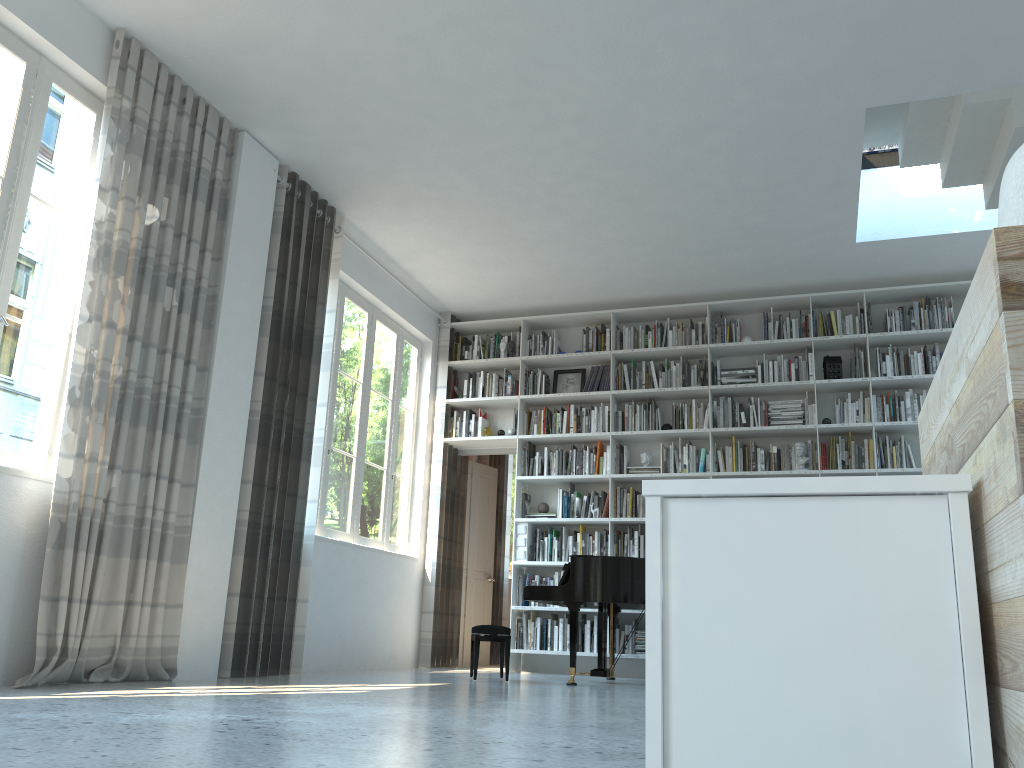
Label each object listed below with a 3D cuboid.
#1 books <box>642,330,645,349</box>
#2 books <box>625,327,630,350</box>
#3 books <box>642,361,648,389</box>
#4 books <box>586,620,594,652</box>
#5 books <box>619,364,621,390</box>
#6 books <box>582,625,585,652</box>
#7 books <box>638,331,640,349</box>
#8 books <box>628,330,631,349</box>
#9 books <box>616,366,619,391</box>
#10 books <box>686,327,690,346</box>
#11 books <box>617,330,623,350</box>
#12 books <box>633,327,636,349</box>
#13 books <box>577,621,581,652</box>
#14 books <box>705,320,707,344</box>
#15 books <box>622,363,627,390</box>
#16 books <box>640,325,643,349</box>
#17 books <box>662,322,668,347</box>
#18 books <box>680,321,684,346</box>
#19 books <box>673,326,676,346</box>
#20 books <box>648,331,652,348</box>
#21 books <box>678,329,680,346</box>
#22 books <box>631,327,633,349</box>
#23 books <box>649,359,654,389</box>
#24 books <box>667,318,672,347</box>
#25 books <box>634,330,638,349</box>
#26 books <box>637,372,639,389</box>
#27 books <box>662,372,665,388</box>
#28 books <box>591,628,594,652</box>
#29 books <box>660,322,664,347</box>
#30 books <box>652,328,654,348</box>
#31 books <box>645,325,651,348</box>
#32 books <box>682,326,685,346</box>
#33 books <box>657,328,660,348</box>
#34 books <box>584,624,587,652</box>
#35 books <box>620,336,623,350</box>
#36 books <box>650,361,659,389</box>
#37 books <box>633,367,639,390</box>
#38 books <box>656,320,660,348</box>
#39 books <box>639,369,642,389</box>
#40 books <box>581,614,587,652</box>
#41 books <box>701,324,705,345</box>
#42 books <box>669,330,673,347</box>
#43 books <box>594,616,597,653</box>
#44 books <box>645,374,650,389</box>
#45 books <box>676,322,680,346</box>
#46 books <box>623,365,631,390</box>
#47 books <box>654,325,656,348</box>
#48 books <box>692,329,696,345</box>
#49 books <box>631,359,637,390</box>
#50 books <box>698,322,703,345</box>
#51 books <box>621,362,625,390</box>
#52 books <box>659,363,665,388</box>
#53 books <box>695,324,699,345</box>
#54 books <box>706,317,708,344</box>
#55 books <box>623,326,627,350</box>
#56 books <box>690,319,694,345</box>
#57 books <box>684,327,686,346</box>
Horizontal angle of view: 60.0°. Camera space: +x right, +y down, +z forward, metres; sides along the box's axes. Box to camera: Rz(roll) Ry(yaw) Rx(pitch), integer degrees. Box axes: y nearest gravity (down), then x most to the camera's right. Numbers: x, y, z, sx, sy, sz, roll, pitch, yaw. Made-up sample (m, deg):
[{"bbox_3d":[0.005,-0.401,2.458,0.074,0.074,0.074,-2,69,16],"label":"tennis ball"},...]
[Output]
[{"bbox_3d":[1.188,-0.356,7.958,0.025,0.234,0.130,-3,-16,19],"label":"books"},{"bbox_3d":[1.048,-0.365,7.984,0.031,0.254,0.146,-3,-16,19],"label":"books"},{"bbox_3d":[1.179,-0.039,7.841,0.023,0.292,0.156,-3,-16,19],"label":"books"},{"bbox_3d":[0.658,2.110,7.411,0.027,0.255,0.179,-3,-16,19],"label":"books"},{"bbox_3d":[0.978,-0.022,7.912,0.013,0.282,0.159,-3,-16,19],"label":"books"},{"bbox_3d":[0.617,2.136,7.434,0.024,0.213,0.137,-3,-16,19],"label":"books"},{"bbox_3d":[1.151,-0.349,7.938,0.015,0.207,0.167,-3,-16,19],"label":"books"},{"bbox_3d":[1.072,-0.351,7.967,0.023,0.219,0.182,-3,-16,19],"label":"books"},{"bbox_3d":[0.956,-0.012,7.901,0.023,0.255,0.175,-3,-16,19],"label":"books"},{"bbox_3d":[1.551,-0.373,7.785,0.026,0.199,0.187,-3,-16,19],"label":"books"},{"bbox_3d":[0.975,-0.354,8.001,0.029,0.237,0.156,-3,-16,19],"label":"books"},{"bbox_3d":[1.111,-0.367,7.957,0.012,0.249,0.174,-3,-16,19],"label":"books"},{"bbox_3d":[0.574,2.116,7.423,0.023,0.243,0.188,-3,-16,19],"label":"books"},{"bbox_3d":[1.705,-0.409,7.759,0.014,0.266,0.172,-3,-16,19],"label":"books"},{"bbox_3d":[1.001,-0.026,7.903,0.010,0.286,0.148,-3,-16,19],"label":"books"},{"bbox_3d":[1.164,-0.377,7.944,0.010,0.263,0.161,-3,-16,19],"label":"books"},{"bbox_3d":[1.366,-0.394,7.870,0.052,0.272,0.173,-3,-16,19],"label":"books"},{"bbox_3d":[1.504,-0.400,7.819,0.014,0.265,0.192,-3,-16,19],"label":"books"},{"bbox_3d":[1.449,-0.377,7.851,0.026,0.235,0.134,-3,-16,19],"label":"books"},{"bbox_3d":[1.245,-0.349,7.915,0.030,0.201,0.152,-3,-16,19],"label":"books"},{"bbox_3d":[1.491,-0.365,7.844,0.029,0.213,0.142,-3,-16,19],"label":"books"},{"bbox_3d":[1.096,-0.366,7.967,0.023,0.250,0.171,-3,-16,19],"label":"books"},{"bbox_3d":[1.235,-0.048,7.844,0.013,0.314,0.135,-3,-16,19],"label":"books"},{"bbox_3d":[1.402,-0.412,7.877,0.014,0.314,0.166,-3,-16,19],"label":"books"},{"bbox_3d":[1.126,-0.352,7.933,0.029,0.207,0.179,-3,-16,19],"label":"books"},{"bbox_3d":[1.130,0.010,7.852,0.024,0.201,0.154,-3,-16,19],"label":"books"},{"bbox_3d":[1.343,0.006,7.771,0.028,0.179,0.168,-3,-16,19],"label":"books"},{"bbox_3d":[0.697,2.110,7.422,0.040,0.263,0.138,-3,-16,19],"label":"books"},{"bbox_3d":[1.336,-0.393,7.883,0.013,0.275,0.165,-3,-16,19],"label":"books"},{"bbox_3d":[1.266,-0.367,7.909,0.013,0.234,0.155,-3,-16,19],"label":"books"},{"bbox_3d":[1.222,-0.377,7.941,0.028,0.267,0.152,-3,-16,19],"label":"books"},{"bbox_3d":[1.522,-0.380,7.814,0.021,0.228,0.161,-3,-16,19],"label":"books"},{"bbox_3d":[1.321,-0.368,7.898,0.029,0.235,0.130,-3,-16,19],"label":"books"},{"bbox_3d":[0.635,2.127,7.418,0.022,0.224,0.141,-3,-16,19],"label":"books"},{"bbox_3d":[1.004,-0.325,7.999,0.024,0.182,0.133,-3,-16,19],"label":"books"},{"bbox_3d":[1.268,-0.043,7.802,0.075,0.284,0.179,-3,-16,19],"label":"books"},{"bbox_3d":[1.101,-0.012,7.854,0.031,0.241,0.182,-3,-16,19],"label":"books"},{"bbox_3d":[1.300,-0.401,7.902,0.010,0.298,0.151,-3,-16,19],"label":"books"},{"bbox_3d":[1.154,-0.002,7.840,0.029,0.218,0.158,-3,-16,19],"label":"books"},{"bbox_3d":[0.602,2.092,7.454,0.013,0.309,0.131,-3,-16,19],"label":"books"},{"bbox_3d":[1.682,-0.390,7.753,0.026,0.224,0.172,-3,-16,19],"label":"books"},{"bbox_3d":[1.418,-0.355,7.847,0.031,0.189,0.182,-3,-16,19],"label":"books"},{"bbox_3d":[0.717,2.085,7.390,0.021,0.294,0.188,-3,-16,19],"label":"books"},{"bbox_3d":[1.207,0.016,7.826,0.034,0.180,0.160,-3,-16,19],"label":"books"},{"bbox_3d":[1.469,-0.393,7.850,0.014,0.268,0.156,-3,-16,19],"label":"books"},{"bbox_3d":[1.039,-0.020,7.895,0.067,0.273,0.168,-3,-16,19],"label":"books"},{"bbox_3d":[1.287,-0.378,7.897,0.013,0.251,0.184,-3,-16,19],"label":"books"},{"bbox_3d":[1.603,-0.365,7.777,0.031,0.184,0.177,-3,-16,19],"label":"books"},{"bbox_3d":[1.082,-0.047,7.869,0.012,0.314,0.172,-3,-16,19],"label":"books"},{"bbox_3d":[1.664,-0.400,7.786,0.030,0.260,0.152,-3,-16,19],"label":"books"},{"bbox_3d":[0.997,-0.030,7.930,0.014,0.308,0.130,-3,-16,19],"label":"books"},{"bbox_3d":[1.321,-0.031,7.797,0.027,0.264,0.169,-3,-16,19],"label":"books"},{"bbox_3d":[1.634,-0.389,7.784,0.026,0.236,0.149,-3,-16,19],"label":"books"},{"bbox_3d":[1.722,-0.421,7.752,0.026,0.287,0.176,-3,-16,19],"label":"books"},{"bbox_3d":[1.030,-0.370,8.014,0.021,0.278,0.141,-3,-16,19],"label":"books"},{"bbox_3d":[1.587,-0.411,7.803,0.013,0.284,0.160,-3,-16,19],"label":"books"},{"bbox_3d":[1.534,-0.374,7.795,0.013,0.206,0.178,-3,-16,19],"label":"books"}]
